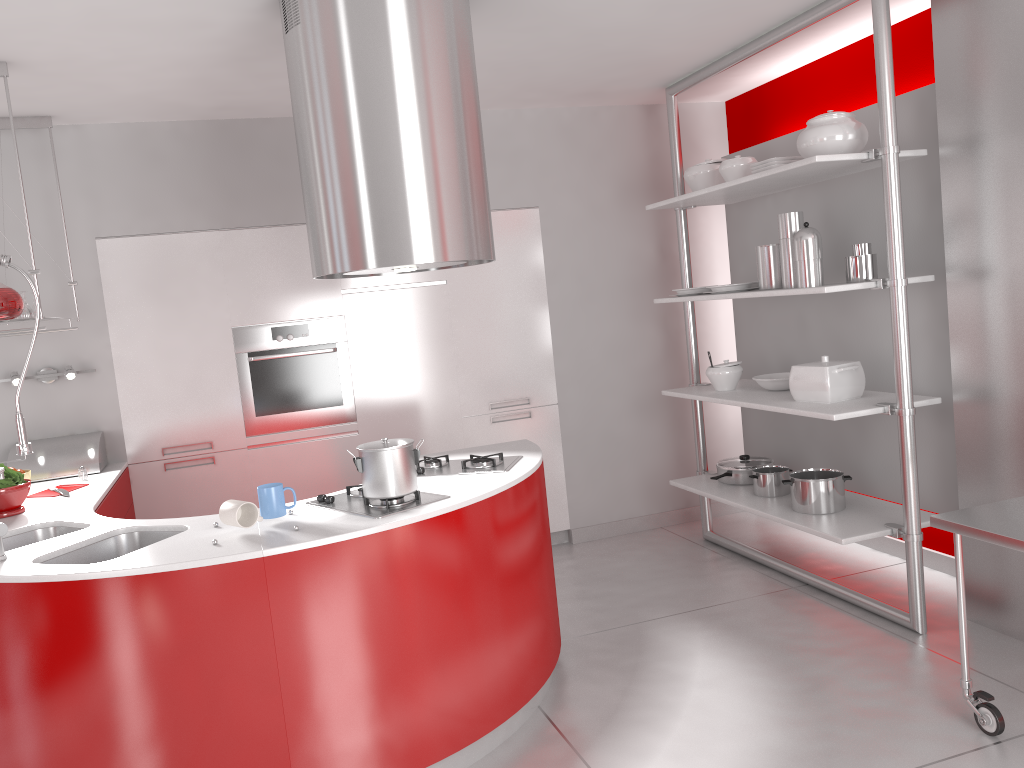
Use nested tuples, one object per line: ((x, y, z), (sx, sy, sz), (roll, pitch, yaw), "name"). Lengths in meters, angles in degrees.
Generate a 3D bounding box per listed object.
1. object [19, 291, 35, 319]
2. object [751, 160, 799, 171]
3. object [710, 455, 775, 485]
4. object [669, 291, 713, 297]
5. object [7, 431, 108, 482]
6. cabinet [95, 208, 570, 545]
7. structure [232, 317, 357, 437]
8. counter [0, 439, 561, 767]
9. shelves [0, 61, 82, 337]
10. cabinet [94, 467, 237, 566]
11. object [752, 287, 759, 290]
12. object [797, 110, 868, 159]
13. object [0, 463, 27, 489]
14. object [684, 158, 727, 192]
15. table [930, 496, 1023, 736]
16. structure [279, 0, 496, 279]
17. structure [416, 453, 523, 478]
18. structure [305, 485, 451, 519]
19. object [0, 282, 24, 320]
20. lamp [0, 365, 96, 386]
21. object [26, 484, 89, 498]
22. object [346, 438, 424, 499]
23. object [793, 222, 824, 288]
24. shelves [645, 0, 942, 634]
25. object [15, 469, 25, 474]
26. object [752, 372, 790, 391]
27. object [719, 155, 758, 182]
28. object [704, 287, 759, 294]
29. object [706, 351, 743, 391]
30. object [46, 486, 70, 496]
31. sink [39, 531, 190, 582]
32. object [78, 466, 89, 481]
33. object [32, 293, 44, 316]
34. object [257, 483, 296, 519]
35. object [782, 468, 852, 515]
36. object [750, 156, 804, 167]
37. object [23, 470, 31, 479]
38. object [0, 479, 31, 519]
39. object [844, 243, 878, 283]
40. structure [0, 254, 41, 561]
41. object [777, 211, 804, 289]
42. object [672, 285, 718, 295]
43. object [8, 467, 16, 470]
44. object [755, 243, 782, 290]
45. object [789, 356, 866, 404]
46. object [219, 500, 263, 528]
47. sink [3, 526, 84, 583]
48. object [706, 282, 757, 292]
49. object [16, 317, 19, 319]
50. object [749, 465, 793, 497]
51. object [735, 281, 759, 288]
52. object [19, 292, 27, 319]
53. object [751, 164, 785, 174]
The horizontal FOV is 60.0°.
((-2.199, -0.349, 4.011), (0.060, 0.141, 0.060), (-8, 6, -17), "object")
((1.232, -0.999, 4.087), (0.200, 0.030, 0.200), (-8, 6, -17), "object")
((1.218, 0.458, 4.805), (0.407, 0.130, 0.308), (-7, 5, -10), "object")
((0.984, -0.483, 4.758), (0.280, 0.015, 0.280), (-4, 6, 19), "object")
((-2.231, 0.359, 4.355), (0.400, 0.170, 0.300), (-8, 6, -17), "object")
((-0.967, 0.102, 5.236), (2.398, 2.026, 0.614), (-8, 6, -17), "cabinet")
((-1.175, -0.044, 4.827), (0.599, 0.589, 0.050), (-8, 6, -17), "structure")
((-1.321, 0.882, 3.492), (2.865, 0.880, 1.868), (-4, 6, 16), "counter")
((-2.225, -0.719, 3.790), (0.462, 1.023, 0.934), (-8, 6, -17), "shelves")
((-1.367, 0.829, 3.757), (1.875, 0.761, 1.025), (-3, 6, 28), "cabinet")
((1.259, -0.498, 4.624), (0.280, 0.015, 0.280), (-4, 6, 19), "object")
((1.360, -1.048, 3.771), (0.287, 0.222, 0.287), (-3, 6, 27), "object")
((-1.988, 0.399, 3.426), (0.193, 0.182, 0.198), (-7, 5, -12), "object")
((1.020, -1.080, 4.651), (0.231, 0.191, 0.231), (-4, 6, 23), "object")
((1.960, 0.764, 2.225), (0.749, 0.682, 1.627), (-7, 6, -16), "table")
((-0.426, -0.873, 3.101), (0.644, 0.958, 0.644), (-2, 7, 39), "structure")
((-0.206, 0.307, 3.458), (0.457, 0.037, 0.303), (-5, 5, 13), "structure")
((-0.460, 0.377, 2.993), (0.303, 0.037, 0.457), (-11, 7, -42), "structure")
((-2.085, -0.380, 3.552), (0.213, 0.266, 0.213), (-5, 5, 11), "object")
((-2.313, -0.039, 4.394), (0.454, 0.081, 0.155), (-8, 6, -17), "lamp")
((-1.985, 0.466, 3.881), (0.168, 0.006, 0.266), (-5, 5, 9), "object")
((-0.407, 0.268, 2.908), (0.189, 0.185, 0.218), (-2, 7, 35), "object")
((1.253, -0.547, 3.748), (0.115, 0.274, 0.115), (-8, 6, -24), "object")
((1.272, -0.327, 4.279), (0.535, 2.599, 1.735), (-8, 6, -17), "shelves")
((-2.233, 0.411, 4.007), (0.062, 0.049, 0.066), (-8, 6, -20), "object")
((1.348, -0.006, 4.450), (0.272, 0.072, 0.272), (-2, 7, 36), "object")
((1.116, -1.044, 4.362), (0.192, 0.153, 0.192), (-6, 5, -4), "object")
((1.088, -0.459, 4.392), (0.280, 0.015, 0.280), (-5, 5, 12), "object")
((1.116, -0.075, 4.665), (0.192, 0.214, 0.192), (-9, 6, -31), "object")
((-1.952, 0.461, 3.834), (0.041, 0.008, 0.375), (-10, 7, -40), "object")
((-1.233, 0.603, 2.780), (0.326, 0.172, 0.428), (-4, 6, 22), "sink")
((-1.993, 0.415, 4.116), (0.042, 0.066, 0.043), (-6, 5, -4), "object")
((-2.248, -0.360, 4.186), (0.060, 0.141, 0.060), (-8, 6, -17), "object")
((-0.756, 0.371, 2.841), (0.109, 0.100, 0.080), (-11, 7, -44), "object")
((1.404, 0.492, 4.078), (0.259, 0.161, 0.240), (-10, 6, -34), "object")
((1.230, -1.014, 4.085), (0.200, 0.030, 0.200), (-8, 6, -17), "object")
((-2.264, 0.448, 3.975), (0.201, 0.086, 0.201), (-7, 6, -16), "object")
((-1.987, 0.452, 3.440), (0.229, 0.118, 0.228), (-1, 7, 44), "object")
((1.464, -0.508, 3.721), (0.127, 0.157, 0.127), (-7, 5, -7), "object")
((-1.579, 0.073, 2.715), (0.308, 0.920, 0.178), (-3, 6, 26), "structure")
((1.243, -0.590, 3.926), (0.110, 0.329, 0.109), (-8, 6, -19), "object")
((0.983, -0.496, 4.757), (0.244, 0.042, 0.244), (-9, 6, -33), "object")
((-2.287, 0.409, 4.036), (0.066, 0.058, 0.055), (-9, 6, -32), "object")
((1.228, -0.547, 4.136), (0.172, 0.205, 0.184), (-7, 5, -12), "object")
((1.403, -0.028, 3.959), (0.235, 0.197, 0.282), (-9, 6, -27), "object")
((-0.829, 0.397, 2.736), (0.100, 0.080, 0.109), (-1, 7, 42), "object")
((-1.664, 0.626, 3.004), (0.326, 0.172, 0.428), (-2, 6, 33), "sink")
((1.086, -0.472, 4.391), (0.244, 0.042, 0.244), (-9, 6, -33), "object")
((-2.326, -0.349, 4.151), (0.060, 0.141, 0.060), (-8, 6, -17), "object")
((1.301, 0.488, 4.448), (0.182, 0.122, 0.196), (-3, 6, 30), "object")
((1.258, -0.512, 4.623), (0.244, 0.042, 0.244), (-8, 6, -25), "object")
((-2.252, -0.351, 4.097), (0.060, 0.141, 0.060), (-8, 6, -17), "object")
((1.234, -0.984, 4.088), (0.200, 0.030, 0.200), (-8, 6, -17), "object")
